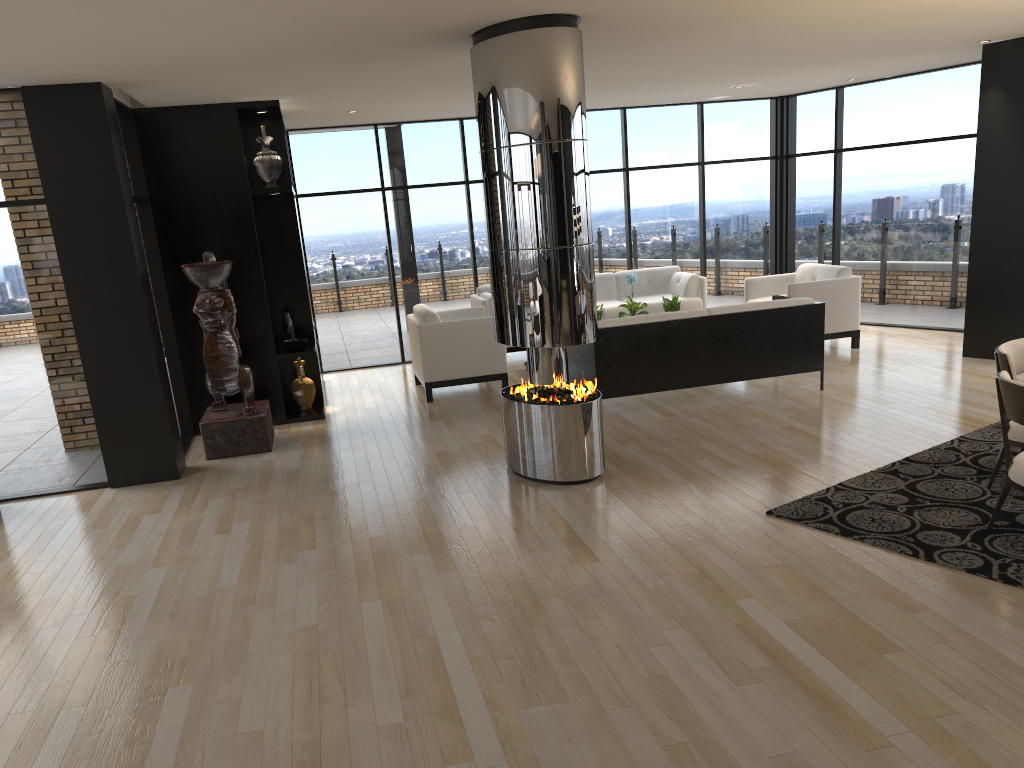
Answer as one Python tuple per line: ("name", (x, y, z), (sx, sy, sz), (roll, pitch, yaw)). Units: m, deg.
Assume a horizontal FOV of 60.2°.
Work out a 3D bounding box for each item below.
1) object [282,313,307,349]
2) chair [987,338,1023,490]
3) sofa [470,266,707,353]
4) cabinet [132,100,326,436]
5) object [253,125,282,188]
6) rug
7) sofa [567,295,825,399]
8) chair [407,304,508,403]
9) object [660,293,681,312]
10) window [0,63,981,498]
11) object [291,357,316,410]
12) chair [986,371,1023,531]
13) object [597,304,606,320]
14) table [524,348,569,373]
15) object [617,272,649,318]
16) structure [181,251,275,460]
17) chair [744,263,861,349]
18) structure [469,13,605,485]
("object", (-2.026, -0.497, 8.209), (0.212, 0.320, 0.366), (-8, 14, -13))
("chair", (2.945, 0.192, 4.771), (0.634, 0.826, 0.610), (-17, 19, -39))
("sofa", (0.917, -0.848, 10.542), (2.688, 0.876, 0.837), (-7, 14, -11))
("cabinet", (-2.658, -1.181, 8.859), (1.183, 2.806, 2.606), (-8, 14, -10))
("object", (-2.158, -2.004, 7.779), (0.243, 0.557, 0.240), (5, 18, 32))
("rug", (3.702, 0.538, 4.794), (3.682, 0.011, 2.684), (-13, 14, -33))
("sofa", (1.569, -0.289, 7.685), (2.027, 0.823, 0.820), (-7, 14, -11))
("chair", (-0.548, -0.377, 8.861), (0.852, 0.876, 0.980), (-8, 14, -11))
("object", (1.675, -0.759, 9.251), (0.212, 0.379, 0.280), (-15, 18, -32))
("window", (-1.727, -1.514, 4.855), (15.779, 4.903, 9.966), (-10, 14, -24))
("object", (-1.985, -0.007, 8.362), (0.223, 0.506, 0.217), (-1, 16, 15))
("chair", (2.591, 0.364, 4.081), (0.615, 0.826, 0.628), (-6, 15, -5))
("object", (0.850, -0.658, 9.107), (0.282, 0.379, 0.211), (8, 20, 40))
("table", (1.226, -0.345, 9.250), (2.027, 0.360, 1.239), (-7, 12, -11))
("object", (1.260, -0.834, 9.118), (0.356, 0.646, 0.361), (-3, 15, 8))
("structure", (-2.332, -0.262, 7.187), (0.516, 1.632, 0.715), (-8, 16, -11))
("chair", (3.105, -0.832, 9.551), (0.852, 0.876, 0.980), (-8, 14, -11))
("structure", (0.181, -0.764, 5.649), (0.583, 2.809, 0.876), (-12, 17, -23))
